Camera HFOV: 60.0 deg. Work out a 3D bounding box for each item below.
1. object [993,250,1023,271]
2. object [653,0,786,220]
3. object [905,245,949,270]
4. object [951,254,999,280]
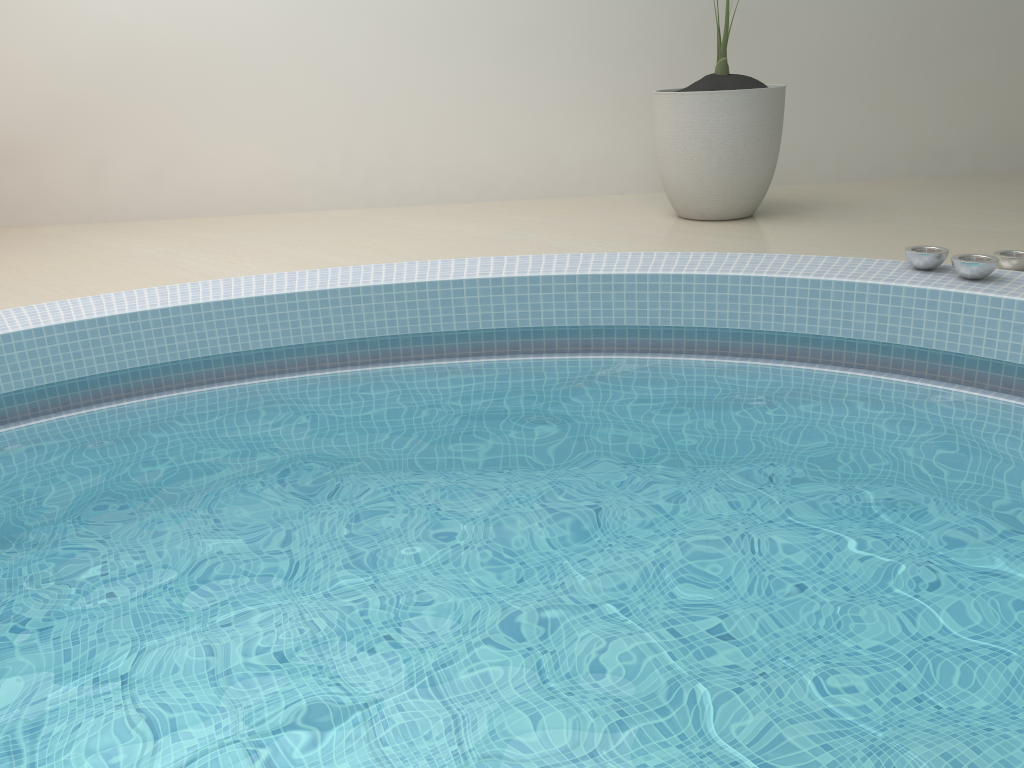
[{"bbox_3d":[1.855,-0.448,3.281,0.140,0.069,0.140,-15,23,-29],"label":"object"},{"bbox_3d":[1.180,-2.274,4.147,2.979,2.960,2.729,-17,24,-33],"label":"object"},{"bbox_3d":[1.431,-0.431,3.068,0.140,0.069,0.140,-15,23,-29],"label":"object"},{"bbox_3d":[1.518,-0.380,2.915,0.140,0.069,0.140,-15,23,-29],"label":"object"}]
